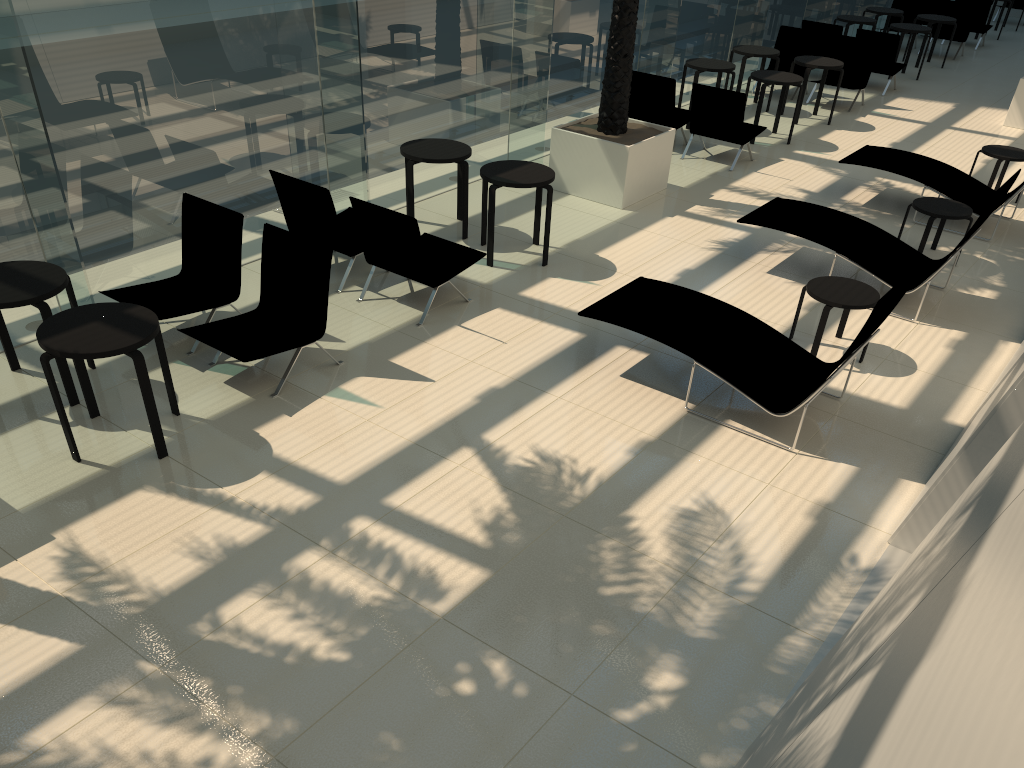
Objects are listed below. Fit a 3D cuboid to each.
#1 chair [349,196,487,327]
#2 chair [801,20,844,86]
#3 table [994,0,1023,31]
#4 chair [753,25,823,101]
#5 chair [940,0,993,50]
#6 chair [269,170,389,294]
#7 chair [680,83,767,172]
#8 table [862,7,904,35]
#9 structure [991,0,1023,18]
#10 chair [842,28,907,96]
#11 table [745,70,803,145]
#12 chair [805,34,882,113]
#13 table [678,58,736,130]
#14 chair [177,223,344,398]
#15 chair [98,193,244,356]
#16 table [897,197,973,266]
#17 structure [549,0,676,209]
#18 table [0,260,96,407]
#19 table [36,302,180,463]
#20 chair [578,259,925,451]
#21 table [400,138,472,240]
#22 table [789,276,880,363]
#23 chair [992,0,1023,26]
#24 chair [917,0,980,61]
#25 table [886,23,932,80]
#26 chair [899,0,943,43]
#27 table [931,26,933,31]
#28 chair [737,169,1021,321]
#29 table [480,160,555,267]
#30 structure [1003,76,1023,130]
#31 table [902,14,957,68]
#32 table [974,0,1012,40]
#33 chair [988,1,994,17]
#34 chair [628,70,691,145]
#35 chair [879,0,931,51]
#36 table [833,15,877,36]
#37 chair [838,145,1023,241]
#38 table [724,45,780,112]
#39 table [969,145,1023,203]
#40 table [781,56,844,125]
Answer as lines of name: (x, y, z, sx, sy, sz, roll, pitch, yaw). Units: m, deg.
chair: (-0.759, -1.137, 7.253, 0.693, 0.962, 0.842, 26, 40, 29)
chair: (5.327, -5.689, 14.825, 0.693, 0.962, 0.842, 26, 40, 29)
table: (11.268, -8.544, 19.886, 0.679, 0.846, 0.624, -4, 35, -10)
chair: (4.287, -5.055, 13.753, 0.693, 0.962, 0.842, 26, 40, 29)
chair: (9.497, -7.505, 18.009, 0.693, 0.962, 0.842, 26, 40, 29)
chair: (-1.503, -1.448, 7.662, 0.693, 0.962, 0.842, 26, 40, 29)
chair: (2.689, -3.278, 10.870, 0.693, 0.962, 0.842, 26, 40, 29)
table: (6.985, -6.688, 16.630, 0.679, 0.846, 0.624, -4, 35, -10)
structure: (12.747, -12.484, 19.887, 4.341, 7.594, 4.538, -20, 41, -29)
chair: (6.071, -5.378, 14.417, 0.693, 0.962, 0.842, 26, 40, 29)
table: (3.466, -3.707, 11.714, 0.677, 0.846, 0.625, -6, 36, -13)
chair: (5.031, -4.745, 13.345, 0.693, 0.962, 0.842, 26, 40, 29)
table: (2.693, -4.030, 12.139, 0.677, 0.846, 0.625, -6, 36, -13)
chair: (-1.799, -0.504, 6.181, 0.693, 0.962, 0.842, 26, 40, 29)
chair: (-2.543, -0.814, 6.590, 0.693, 0.962, 0.842, 26, 40, 29)
table: (4.176, -1.500, 8.640, 0.553, 0.561, 0.508, -4, 35, -10)
structure: (1.155, -5.281, 7.722, 4.713, 7.594, 4.179, 20, 39, 23)
table: (-3.263, -0.324, 5.881, 0.680, 0.846, 0.622, -1, 35, -6)
table: (-2.490, -0.001, 5.456, 0.680, 0.846, 0.622, -1, 35, -6)
chair: (1.574, -0.479, 6.176, 1.973, 1.254, 0.874, 24, 40, 27)
table: (-0.740, -1.898, 8.539, 0.677, 0.846, 0.625, -6, 36, -13)
table: (2.569, -0.502, 6.955, 0.553, 0.561, 0.508, -4, 35, -10)
chair: (11.959, -9.047, 20.611, 0.693, 0.962, 0.842, 26, 40, 29)
chair: (8.449, -6.867, 16.930, 0.693, 0.962, 0.842, 26, 40, 29)
table: (6.863, -5.817, 15.277, 0.677, 0.846, 0.625, -6, 36, -13)
chair: (8.753, -7.816, 18.418, 0.693, 0.962, 0.842, 26, 40, 29)
table: (9.508, -8.262, 19.287, 0.677, 0.846, 0.625, -6, 36, -13)
chair: (3.181, -1.476, 7.861, 1.973, 1.254, 0.874, 24, 40, 27)
table: (0.033, -1.575, 8.114, 0.677, 0.846, 0.625, -6, 36, -13)
structure: (8.329, -6.901, 11.007, 4.603, 7.458, 3.962, -9, 37, -17)
table: (7.758, -6.365, 16.205, 0.679, 0.846, 0.624, -4, 35, -10)
table: (10.281, -7.939, 18.862, 0.677, 0.846, 0.625, -6, 36, -13)
chair: (11.215, -9.357, 21.019, 0.693, 0.962, 0.842, 26, 40, 29)
chair: (1.945, -3.589, 11.278, 0.693, 0.962, 0.842, 26, 40, 29)
chair: (7.706, -7.178, 17.338, 0.693, 0.962, 0.842, 26, 40, 29)
table: (6.090, -6.139, 15.702, 0.677, 0.846, 0.625, -6, 36, -13)
chair: (4.739, -2.444, 9.495, 1.973, 1.254, 0.874, 24, 40, 27)
table: (3.567, -4.565, 13.045, 0.679, 0.846, 0.624, -4, 35, -10)
table: (5.734, -2.467, 10.274, 0.551, 0.561, 0.510, -6, 36, -14)
table: (4.340, -4.242, 12.620, 0.679, 0.846, 0.624, -4, 35, -10)
